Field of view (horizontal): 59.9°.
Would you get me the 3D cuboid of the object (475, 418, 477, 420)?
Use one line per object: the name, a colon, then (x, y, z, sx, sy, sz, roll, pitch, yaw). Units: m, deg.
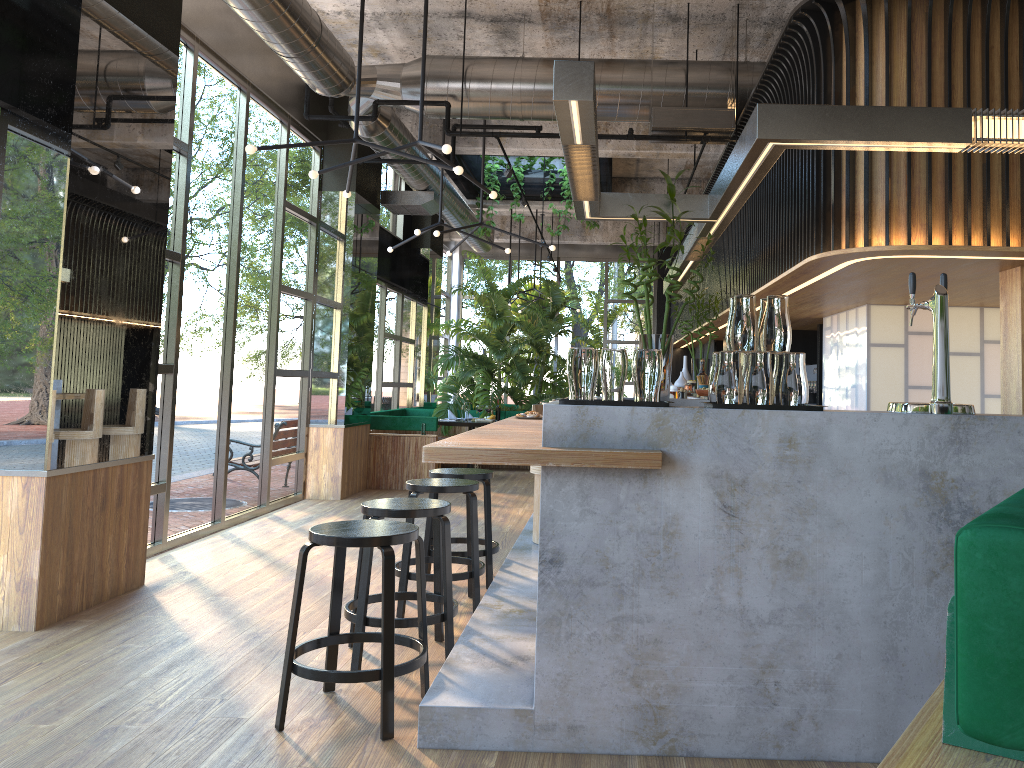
object: (-0.477, 0.473, 11.839, 0.032, 0.031, 0.040, 0, -2, 29)

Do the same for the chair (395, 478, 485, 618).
chair: (-0.406, 0.907, 5.024, 0.520, 0.699, 0.507, 2, -3, -5)

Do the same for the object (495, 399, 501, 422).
object: (-0.184, 0.347, 11.720, 0.066, 0.300, 0.070, 0, -5, 20)

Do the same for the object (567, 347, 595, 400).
object: (0.251, -0.028, 3.252, 0.103, 0.210, 0.108, 1, -4, 19)

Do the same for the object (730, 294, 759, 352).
object: (0.860, -0.225, 3.282, 0.107, 0.210, 0.103, 2, -4, -11)

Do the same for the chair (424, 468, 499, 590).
chair: (-0.335, 0.907, 5.670, 0.516, 0.699, 0.511, 2, -3, 0)

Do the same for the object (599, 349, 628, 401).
object: (0.377, -0.025, 3.298, 0.103, 0.210, 0.108, 1, -4, 19)

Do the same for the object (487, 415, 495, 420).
object: (-0.279, 0.442, 11.847, 0.098, 0.064, 0.163, 2, -1, -25)

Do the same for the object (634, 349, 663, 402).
object: (0.498, -0.022, 3.244, 0.106, 0.210, 0.104, 2, -4, -1)

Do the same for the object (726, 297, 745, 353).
object: (0.865, -0.225, 3.373, 0.107, 0.210, 0.103, 2, -4, -11)

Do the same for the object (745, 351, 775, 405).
object: (0.910, -0.014, 3.254, 0.107, 0.210, 0.103, 2, -4, -11)

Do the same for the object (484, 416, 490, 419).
object: (-0.297, 0.455, 11.949, 0.193, 0.038, 0.063, 1, -1, 38)

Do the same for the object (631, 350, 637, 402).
object: (0.504, -0.022, 3.359, 0.106, 0.210, 0.104, 2, -4, -1)

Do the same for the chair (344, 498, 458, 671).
chair: (-0.505, 0.906, 4.118, 0.522, 0.699, 0.505, 2, -3, -8)

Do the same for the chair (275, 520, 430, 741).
chair: (-0.582, 0.906, 3.409, 0.502, 0.699, 0.525, 1, -3, 18)

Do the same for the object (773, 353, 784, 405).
object: (1.033, -0.011, 3.362, 0.107, 0.210, 0.103, 2, -4, -11)

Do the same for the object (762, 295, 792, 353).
object: (0.976, -0.222, 3.268, 0.107, 0.210, 0.103, 2, -4, -11)

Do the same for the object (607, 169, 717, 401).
object: (0.867, -0.540, 5.190, 0.666, 1.557, 0.589, 1, -4, 9)

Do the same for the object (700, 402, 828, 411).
object: (0.929, 0.084, 3.306, 0.436, 0.019, 0.273, 1, 0, 2)

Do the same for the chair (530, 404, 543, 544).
chair: (0.403, 0.642, 6.387, 0.571, 0.974, 0.521, 4, -4, -39)

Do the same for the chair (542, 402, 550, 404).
chair: (0.500, 0.643, 7.155, 0.571, 0.974, 0.521, 4, -4, -36)

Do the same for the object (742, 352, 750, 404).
object: (0.914, -0.014, 3.363, 0.107, 0.210, 0.103, 2, -4, -11)

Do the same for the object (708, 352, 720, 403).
object: (0.800, -0.017, 3.377, 0.106, 0.210, 0.104, 2, -4, -1)

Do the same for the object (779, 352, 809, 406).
object: (1.031, -0.011, 3.245, 0.107, 0.210, 0.103, 2, -4, -11)

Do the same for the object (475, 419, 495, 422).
object: (-0.327, 0.483, 11.850, 0.234, 0.019, 0.359, 1, 0, 15)

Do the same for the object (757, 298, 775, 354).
object: (0.983, -0.222, 3.380, 0.107, 0.210, 0.103, 2, -4, -11)

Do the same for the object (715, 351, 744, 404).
object: (0.802, -0.016, 3.266, 0.106, 0.210, 0.104, 2, -4, -1)

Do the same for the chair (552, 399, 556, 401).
chair: (0.657, 0.643, 8.716, 0.565, 0.974, 0.527, 3, -4, -21)

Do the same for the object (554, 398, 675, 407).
object: (0.381, 0.070, 3.318, 0.436, 0.019, 0.273, 1, 0, 2)

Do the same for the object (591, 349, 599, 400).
object: (0.275, -0.028, 3.359, 0.103, 0.210, 0.108, 1, -4, 19)

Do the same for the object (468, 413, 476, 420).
object: (-0.577, 0.421, 12.212, 0.238, 0.139, 0.227, 2, -1, -12)

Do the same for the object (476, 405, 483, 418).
object: (-0.443, 0.388, 12.131, 0.104, 0.202, 0.100, 2, -4, -7)

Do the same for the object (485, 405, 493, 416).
object: (-0.319, 0.392, 12.086, 0.104, 0.202, 0.100, 2, -4, -7)

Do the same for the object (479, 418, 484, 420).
object: (-0.383, 0.465, 11.848, 0.101, 0.013, 0.223, 1, 0, 10)
